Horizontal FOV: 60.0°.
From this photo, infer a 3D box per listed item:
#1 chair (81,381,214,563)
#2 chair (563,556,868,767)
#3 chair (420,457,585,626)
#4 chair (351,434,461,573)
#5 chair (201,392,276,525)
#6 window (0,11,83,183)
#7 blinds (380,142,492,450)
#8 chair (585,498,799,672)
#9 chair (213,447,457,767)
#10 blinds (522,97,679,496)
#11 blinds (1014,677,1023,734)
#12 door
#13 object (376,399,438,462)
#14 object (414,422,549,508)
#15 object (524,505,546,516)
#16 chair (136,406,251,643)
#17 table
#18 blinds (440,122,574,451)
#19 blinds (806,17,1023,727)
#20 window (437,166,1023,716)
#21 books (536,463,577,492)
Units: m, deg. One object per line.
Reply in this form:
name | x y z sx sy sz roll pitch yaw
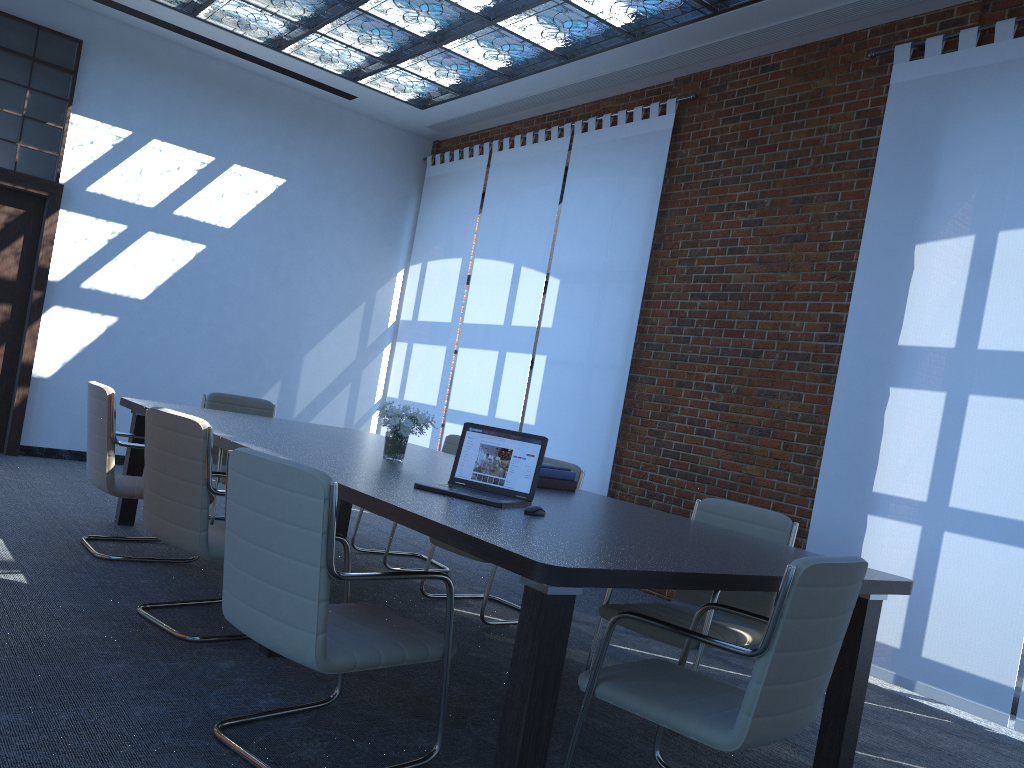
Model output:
chair | -2.090 0.498 5.048 0.709 0.923 0.558 10 0 -37
chair | 0.626 0.916 2.771 0.704 0.923 0.562 10 0 42
chair | -0.058 0.860 5.127 0.709 0.923 0.558 10 0 -43
chair | -0.655 0.781 6.099 0.708 0.923 0.558 10 0 -33
chair | -1.900 0.567 6.322 0.562 0.923 0.704 10 0 -37
window | -4.416 -2.484 7.409 1.333 1.292 0.059 10 0 -37
blinds | -0.897 -0.643 9.444 0.040 3.758 1.214 9 1 -37
chair | 0.800 0.980 3.970 0.709 0.923 0.558 10 0 -42
chair | -0.558 0.708 2.824 0.558 0.923 0.709 10 0 42
blinds | 0.608 -0.433 7.415 0.040 3.758 1.214 9 1 -37
blinds | 3.225 -0.067 3.885 0.040 3.758 1.314 9 1 -37
door | -4.766 -0.675 7.479 1.405 2.436 0.199 10 1 -37
object | -0.577 0.242 4.579 0.330 0.310 0.335 10 -1 -26
object | -0.118 0.309 3.494 0.389 0.283 0.324 10 -1 26
object | 0.083 0.464 3.254 0.059 0.034 0.101 9 -1 33
chair | -1.280 0.612 3.956 0.558 0.923 0.709 10 0 42
table | -0.597 0.806 4.539 1.816 0.810 4.489 11 -2 -37
blinds | -0.142 -0.537 8.425 0.040 3.758 1.214 9 1 -37
blinds | 2.431 -0.178 4.955 0.040 3.758 1.310 9 1 -37
window | 2.004 -0.104 6.424 0.161 3.609 9.590 9 -1 -37
books | 0.153 0.471 4.603 0.295 0.115 0.254 11 -2 -38
